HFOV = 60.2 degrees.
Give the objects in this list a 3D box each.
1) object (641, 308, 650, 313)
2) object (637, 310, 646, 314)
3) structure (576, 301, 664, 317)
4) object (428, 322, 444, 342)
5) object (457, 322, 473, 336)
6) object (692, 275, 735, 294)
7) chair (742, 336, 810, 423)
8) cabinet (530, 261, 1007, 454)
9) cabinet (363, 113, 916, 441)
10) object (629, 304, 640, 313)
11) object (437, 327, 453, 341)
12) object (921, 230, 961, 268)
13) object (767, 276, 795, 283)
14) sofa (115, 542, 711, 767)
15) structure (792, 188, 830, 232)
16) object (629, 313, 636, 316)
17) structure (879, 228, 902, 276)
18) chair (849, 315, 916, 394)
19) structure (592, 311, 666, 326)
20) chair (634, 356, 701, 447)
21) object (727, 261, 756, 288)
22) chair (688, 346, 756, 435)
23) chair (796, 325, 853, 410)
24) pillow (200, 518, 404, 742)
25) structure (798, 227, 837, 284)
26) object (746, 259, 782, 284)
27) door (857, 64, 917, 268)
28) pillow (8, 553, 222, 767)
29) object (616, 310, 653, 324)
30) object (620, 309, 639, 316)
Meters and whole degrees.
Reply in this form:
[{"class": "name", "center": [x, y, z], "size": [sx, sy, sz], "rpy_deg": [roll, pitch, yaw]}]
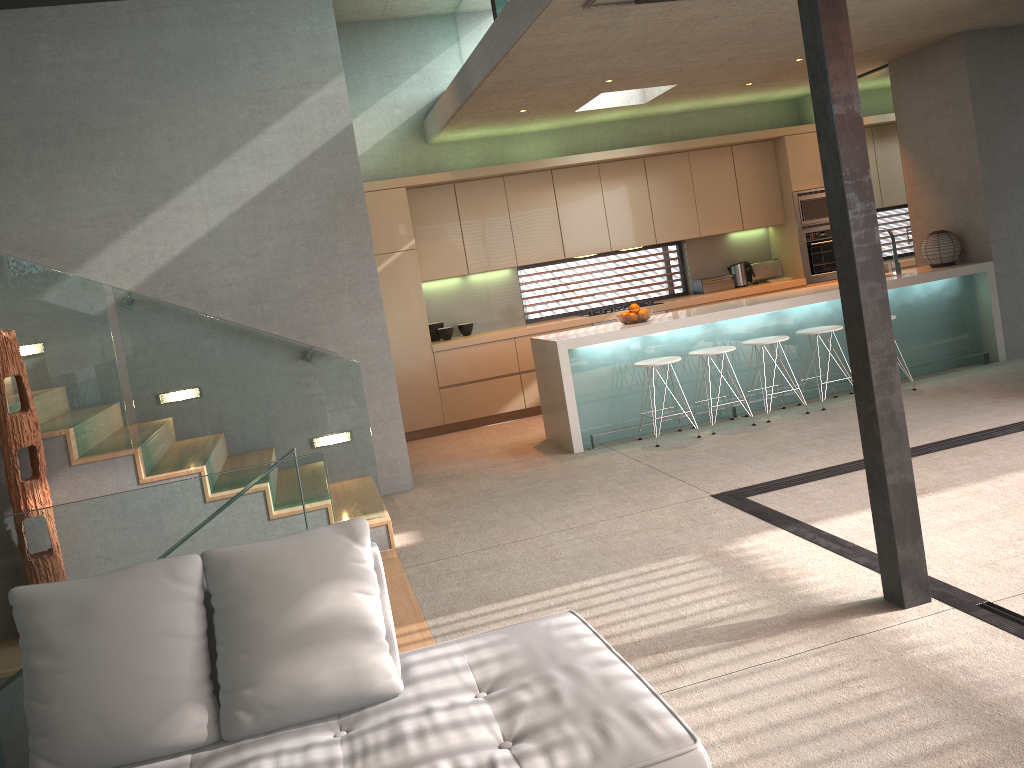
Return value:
[{"class": "object", "center": [1.123, -0.594, 7.489], "size": [0.095, 0.094, 0.094], "rpy_deg": [-11, 5, -24]}, {"class": "object", "center": [1.090, -0.575, 7.404], "size": [0.087, 0.086, 0.087], "rpy_deg": [-11, 5, -23]}, {"class": "structure", "center": [1.157, -0.791, 9.484], "size": [0.841, 0.090, 0.465], "rpy_deg": [-11, 7, -13]}, {"class": "object", "center": [-0.812, -0.543, 9.247], "size": [0.227, 0.187, 0.225], "rpy_deg": [-13, 7, -36]}, {"class": "object", "center": [-0.483, -0.571, 9.292], "size": [0.170, 0.126, 0.169], "rpy_deg": [-12, 6, -27]}, {"class": "object", "center": [2.281, -1.125, 10.003], "size": [0.401, 0.159, 0.241], "rpy_deg": [-11, 6, -13]}, {"class": "chair", "center": [2.100, -0.053, 7.163], "size": [0.383, 0.621, 0.383], "rpy_deg": [-10, 4, -13]}, {"class": "cabinet", "center": [2.296, -0.308, 7.808], "size": [4.134, 0.896, 0.802], "rpy_deg": [-11, 5, -14]}, {"class": "cabinet", "center": [2.232, -1.311, 9.111], "size": [7.494, 2.557, 1.969], "rpy_deg": [-11, 5, -14]}, {"class": "object", "center": [1.040, -0.636, 7.508], "size": [0.095, 0.094, 0.095], "rpy_deg": [-9, 5, 7]}, {"class": "object", "center": [-0.678, -0.515, 9.107], "size": [0.170, 0.126, 0.169], "rpy_deg": [-12, 6, -27]}, {"class": "object", "center": [3.997, -1.263, 8.233], "size": [0.342, 0.333, 0.340], "rpy_deg": [-11, 5, -22]}, {"class": "object", "center": [3.011, -1.164, 9.885], "size": [0.309, 0.034, 0.313], "rpy_deg": [-2, 10, 45]}, {"class": "sofa", "center": [-0.434, 0.917, 2.260], "size": [1.601, 0.730, 1.015], "rpy_deg": [-11, 6, -13]}, {"class": "structure", "center": [3.344, -1.960, 9.993], "size": [0.598, 0.435, 0.461], "rpy_deg": [-11, 5, -13]}, {"class": "object", "center": [1.008, -0.556, 7.394], "size": [0.081, 0.081, 0.081], "rpy_deg": [-8, 5, 16]}, {"class": "structure", "center": [3.391, -1.195, 8.045], "size": [0.097, 0.439, 0.258], "rpy_deg": [-10, 4, -13]}, {"class": "chair", "center": [3.059, -0.238, 7.402], "size": [0.383, 0.621, 0.383], "rpy_deg": [-10, 4, -13]}, {"class": "structure", "center": [1.266, -0.455, 9.256], "size": [0.831, 0.499, 0.079], "rpy_deg": [-11, 3, -14]}, {"class": "chair", "center": [1.188, 0.124, 6.939], "size": [0.383, 0.621, 0.383], "rpy_deg": [-10, 4, -13]}, {"class": "object", "center": [2.603, -1.247, 10.044], "size": [0.278, 0.284, 0.178], "rpy_deg": [-10, 4, -8]}, {"class": "chair", "center": [1.641, 0.036, 7.050], "size": [0.383, 0.621, 0.383], "rpy_deg": [-10, 4, -13]}, {"class": "chair", "center": [2.576, -0.145, 7.282], "size": [0.383, 0.621, 0.383], "rpy_deg": [-10, 4, -13]}, {"class": "pillow", "center": [-0.589, 0.672, 2.472], "size": [0.494, 0.481, 0.266], "rpy_deg": [-10, 4, -13]}, {"class": "structure", "center": [3.430, -1.459, 9.998], "size": [0.598, 0.577, 0.498], "rpy_deg": [-10, 5, -13]}, {"class": "object", "center": [2.897, -1.291, 10.166], "size": [0.391, 0.247, 0.150], "rpy_deg": [-11, 4, -13]}, {"class": "door", "center": [0.360, 0.062, 5.089], "size": [15.466, 4.455, 5.756], "rpy_deg": [-15, 8, -41]}, {"class": "pillow", "center": [-1.053, 0.750, 2.361], "size": [0.493, 0.496, 0.238], "rpy_deg": [-10, 4, -13]}, {"class": "object", "center": [1.040, -0.560, 7.478], "size": [0.316, 0.081, 0.316], "rpy_deg": [-11, 7, -13]}, {"class": "object", "center": [0.989, -0.568, 7.444], "size": [0.173, 0.100, 0.097], "rpy_deg": [-5, 6, 31]}]
